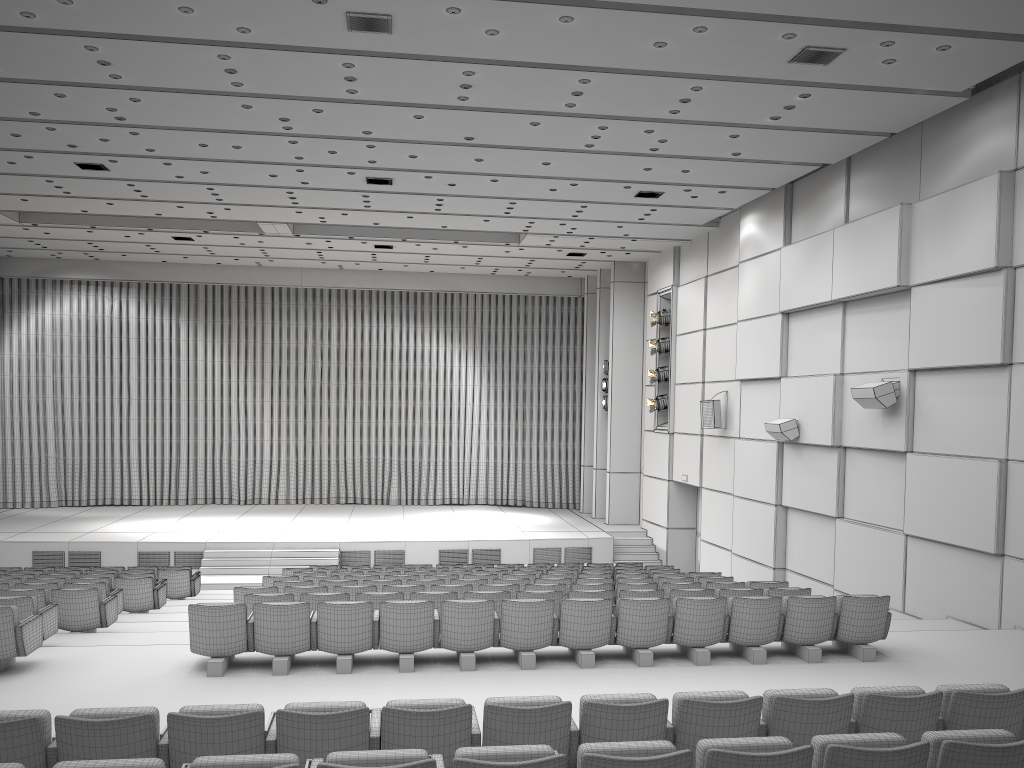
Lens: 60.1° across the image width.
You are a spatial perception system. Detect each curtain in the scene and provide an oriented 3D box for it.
[{"bbox_3d":[-5.829,0.238,25.141,16.133,6.535,1.426,1,2,-8],"label":"curtain"}]

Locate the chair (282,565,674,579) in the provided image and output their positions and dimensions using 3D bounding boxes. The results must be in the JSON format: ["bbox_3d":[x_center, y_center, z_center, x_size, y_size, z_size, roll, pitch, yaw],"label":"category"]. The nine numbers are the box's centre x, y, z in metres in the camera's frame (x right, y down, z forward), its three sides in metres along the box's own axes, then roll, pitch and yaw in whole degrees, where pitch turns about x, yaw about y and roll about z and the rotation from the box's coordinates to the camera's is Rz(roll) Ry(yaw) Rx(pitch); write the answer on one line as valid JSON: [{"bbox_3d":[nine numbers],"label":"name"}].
[{"bbox_3d":[-0.474,3.358,14.934,6.601,0.623,0.611,1,1,-8],"label":"chair"}]

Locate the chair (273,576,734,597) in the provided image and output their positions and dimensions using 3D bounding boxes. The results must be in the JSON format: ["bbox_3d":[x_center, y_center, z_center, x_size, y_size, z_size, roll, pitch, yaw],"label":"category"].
[{"bbox_3d":[-0.013,2.828,11.649,6.051,0.623,0.611,1,1,-8],"label":"chair"}]

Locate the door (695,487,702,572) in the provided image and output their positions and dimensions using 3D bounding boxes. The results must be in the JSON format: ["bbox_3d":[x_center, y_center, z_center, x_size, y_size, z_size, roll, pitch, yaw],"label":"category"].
[{"bbox_3d":[4.291,3.276,19.316,0.085,2.183,1.695,1,1,-8],"label":"door"}]

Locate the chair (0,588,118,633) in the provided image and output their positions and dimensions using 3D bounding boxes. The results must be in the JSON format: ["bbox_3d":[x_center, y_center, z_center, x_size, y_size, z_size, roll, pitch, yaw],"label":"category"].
[{"bbox_3d":[-7.786,2.491,9.491,6.601,0.623,0.611,1,1,-8],"label":"chair"}]

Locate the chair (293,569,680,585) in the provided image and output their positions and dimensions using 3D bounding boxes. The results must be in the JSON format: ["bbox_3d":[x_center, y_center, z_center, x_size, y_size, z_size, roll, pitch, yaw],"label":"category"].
[{"bbox_3d":[-0.309,3.182,13.841,6.051,0.623,0.611,1,1,-8],"label":"chair"}]

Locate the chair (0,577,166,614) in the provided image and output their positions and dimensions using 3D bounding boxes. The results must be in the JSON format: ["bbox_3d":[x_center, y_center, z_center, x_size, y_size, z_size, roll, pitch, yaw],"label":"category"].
[{"bbox_3d":[-8.082,2.845,11.683,6.601,0.623,0.611,1,1,-8],"label":"chair"}]

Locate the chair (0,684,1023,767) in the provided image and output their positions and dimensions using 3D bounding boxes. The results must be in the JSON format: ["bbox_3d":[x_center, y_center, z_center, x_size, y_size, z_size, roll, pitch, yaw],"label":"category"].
[{"bbox_3d":[-3.461,1.982,4.587,13.202,0.623,0.611,1,1,-8],"label":"chair"}]

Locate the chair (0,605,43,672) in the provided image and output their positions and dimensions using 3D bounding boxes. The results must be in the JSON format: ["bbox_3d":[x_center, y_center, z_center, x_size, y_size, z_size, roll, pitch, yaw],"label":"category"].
[{"bbox_3d":[-7.490,2.137,7.299,6.601,0.623,0.611,1,1,-8],"label":"chair"}]

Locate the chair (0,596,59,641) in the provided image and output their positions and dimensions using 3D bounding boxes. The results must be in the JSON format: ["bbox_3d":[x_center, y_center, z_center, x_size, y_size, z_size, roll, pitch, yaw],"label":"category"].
[{"bbox_3d":[-7.621,2.314,8.398,6.051,0.623,0.611,1,1,-8],"label":"chair"}]

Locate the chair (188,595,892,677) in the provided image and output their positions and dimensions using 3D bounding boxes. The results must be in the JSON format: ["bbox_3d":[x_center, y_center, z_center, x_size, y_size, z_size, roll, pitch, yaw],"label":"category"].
[{"bbox_3d":[0.414,2.297,8.359,6.601,0.623,0.611,1,1,-8],"label":"chair"}]

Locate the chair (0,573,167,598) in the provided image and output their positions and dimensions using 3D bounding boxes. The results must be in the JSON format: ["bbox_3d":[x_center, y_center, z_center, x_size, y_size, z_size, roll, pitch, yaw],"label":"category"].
[{"bbox_3d":[-8.213,3.022,12.781,6.051,0.623,0.611,1,1,-8],"label":"chair"}]

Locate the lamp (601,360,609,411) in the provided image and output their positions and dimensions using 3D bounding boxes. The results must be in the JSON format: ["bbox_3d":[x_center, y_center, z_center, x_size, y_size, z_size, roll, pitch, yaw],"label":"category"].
[{"bbox_3d":[2.528,0.035,22.803,0.437,1.481,0.384,0,2,-12],"label":"lamp"}]

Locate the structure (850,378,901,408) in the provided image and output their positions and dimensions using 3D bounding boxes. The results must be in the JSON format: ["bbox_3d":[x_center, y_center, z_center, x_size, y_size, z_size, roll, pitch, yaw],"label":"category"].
[{"bbox_3d":[4.946,0.122,11.990,0.471,0.418,0.519,1,0,-12],"label":"structure"}]

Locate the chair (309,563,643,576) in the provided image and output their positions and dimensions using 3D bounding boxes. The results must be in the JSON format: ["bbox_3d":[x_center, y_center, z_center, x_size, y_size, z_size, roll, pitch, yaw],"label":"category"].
[{"bbox_3d":[-0.571,3.536,16.043,6.051,0.623,0.611,1,1,-8],"label":"chair"}]

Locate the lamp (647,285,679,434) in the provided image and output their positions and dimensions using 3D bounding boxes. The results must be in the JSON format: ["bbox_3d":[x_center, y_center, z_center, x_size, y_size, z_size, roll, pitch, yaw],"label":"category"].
[{"bbox_3d":[3.512,-0.536,20.330,0.755,3.348,1.019,0,2,-12],"label":"lamp"}]

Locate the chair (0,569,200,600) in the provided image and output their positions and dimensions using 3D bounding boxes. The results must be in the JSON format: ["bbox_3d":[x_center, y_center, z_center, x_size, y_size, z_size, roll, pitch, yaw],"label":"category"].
[{"bbox_3d":[-8.378,3.199,13.875,6.601,0.623,0.611,1,1,-8],"label":"chair"}]

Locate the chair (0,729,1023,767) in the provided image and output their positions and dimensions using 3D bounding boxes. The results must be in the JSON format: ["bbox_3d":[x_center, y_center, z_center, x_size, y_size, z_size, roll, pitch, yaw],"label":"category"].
[{"bbox_3d":[-3.286,1.805,3.495,13.752,0.623,0.611,1,1,-8],"label":"chair"}]

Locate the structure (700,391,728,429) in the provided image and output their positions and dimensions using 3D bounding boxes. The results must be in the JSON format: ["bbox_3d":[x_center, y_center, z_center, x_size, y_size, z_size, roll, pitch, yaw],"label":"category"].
[{"bbox_3d":[3.932,0.501,17.205,0.408,0.746,0.410,2,2,40],"label":"structure"}]

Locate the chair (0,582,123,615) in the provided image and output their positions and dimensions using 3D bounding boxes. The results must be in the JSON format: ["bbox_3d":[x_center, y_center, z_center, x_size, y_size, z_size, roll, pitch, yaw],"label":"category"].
[{"bbox_3d":[-7.917,2.668,10.589,6.051,0.623,0.611,1,1,-8],"label":"chair"}]

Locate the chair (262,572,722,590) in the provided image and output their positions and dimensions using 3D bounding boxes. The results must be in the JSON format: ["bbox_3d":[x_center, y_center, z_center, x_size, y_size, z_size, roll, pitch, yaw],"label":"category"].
[{"bbox_3d":[-0.178,3.004,12.743,6.601,0.623,0.611,1,1,-8],"label":"chair"}]

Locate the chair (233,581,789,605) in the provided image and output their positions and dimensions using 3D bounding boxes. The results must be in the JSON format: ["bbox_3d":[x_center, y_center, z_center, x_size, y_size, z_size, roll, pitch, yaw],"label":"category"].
[{"bbox_3d":[0.118,2.650,10.551,6.601,0.623,0.611,1,1,-8],"label":"chair"}]

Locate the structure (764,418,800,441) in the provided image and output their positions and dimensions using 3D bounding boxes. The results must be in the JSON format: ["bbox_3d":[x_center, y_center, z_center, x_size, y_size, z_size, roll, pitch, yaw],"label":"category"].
[{"bbox_3d":[4.473,0.718,14.502,0.471,0.418,0.519,1,0,-10],"label":"structure"}]

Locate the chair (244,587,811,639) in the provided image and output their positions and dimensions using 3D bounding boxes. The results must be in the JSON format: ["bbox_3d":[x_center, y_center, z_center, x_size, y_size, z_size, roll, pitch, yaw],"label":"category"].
[{"bbox_3d":[0.283,2.474,9.457,6.051,0.623,0.611,1,1,-8],"label":"chair"}]

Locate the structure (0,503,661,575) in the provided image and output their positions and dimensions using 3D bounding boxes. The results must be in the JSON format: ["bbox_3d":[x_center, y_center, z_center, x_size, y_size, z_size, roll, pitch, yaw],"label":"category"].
[{"bbox_3d":[-5.428,3.854,22.201,17.822,0.847,8.306,1,-1,-8],"label":"structure"}]

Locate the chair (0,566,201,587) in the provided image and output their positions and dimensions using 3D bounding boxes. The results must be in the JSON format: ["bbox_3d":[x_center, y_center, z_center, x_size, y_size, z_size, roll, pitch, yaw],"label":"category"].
[{"bbox_3d":[-8.475,3.377,14.984,6.051,0.623,0.611,1,1,-8],"label":"chair"}]
